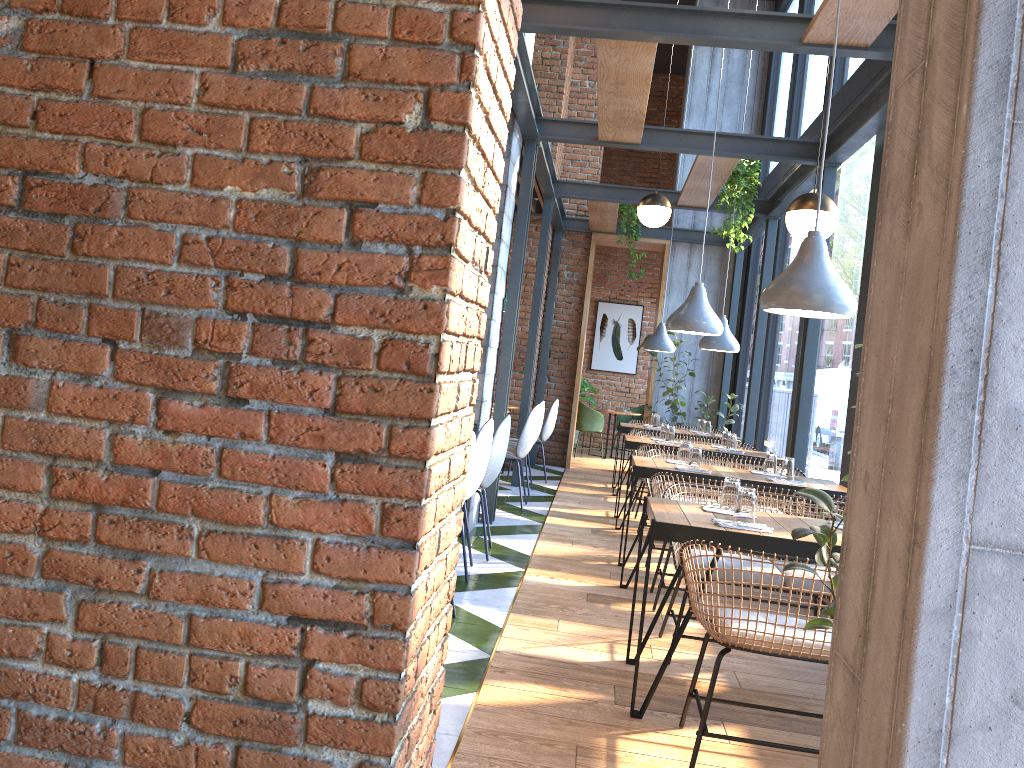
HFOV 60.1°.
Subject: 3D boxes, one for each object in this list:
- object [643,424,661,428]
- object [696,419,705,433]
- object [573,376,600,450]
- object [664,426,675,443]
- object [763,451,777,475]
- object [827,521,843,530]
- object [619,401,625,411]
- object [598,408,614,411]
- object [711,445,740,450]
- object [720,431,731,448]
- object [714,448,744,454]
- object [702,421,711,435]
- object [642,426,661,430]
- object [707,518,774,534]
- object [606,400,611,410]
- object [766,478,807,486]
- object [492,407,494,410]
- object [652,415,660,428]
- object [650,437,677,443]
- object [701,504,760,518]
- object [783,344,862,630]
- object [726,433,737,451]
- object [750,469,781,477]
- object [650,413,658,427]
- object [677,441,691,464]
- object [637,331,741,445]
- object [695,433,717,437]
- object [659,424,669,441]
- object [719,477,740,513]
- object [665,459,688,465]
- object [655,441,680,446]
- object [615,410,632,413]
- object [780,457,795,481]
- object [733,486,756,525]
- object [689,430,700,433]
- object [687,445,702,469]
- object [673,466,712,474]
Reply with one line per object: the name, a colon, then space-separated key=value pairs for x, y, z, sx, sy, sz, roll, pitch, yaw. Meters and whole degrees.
object: x=1.513 y=0.450 z=9.384 sx=0.243 sy=0.019 sz=0.157 roll=7 pitch=1 yaw=9
object: x=1.987 y=0.440 z=9.313 sx=0.080 sy=0.138 sz=0.080 roll=7 pitch=-1 yaw=-21
object: x=0.931 y=0.401 z=13.527 sx=0.632 sy=1.197 sz=0.716 roll=7 pitch=-1 yaw=-34
object: x=1.277 y=0.409 z=7.151 sx=0.080 sy=0.138 sz=0.080 roll=7 pitch=-1 yaw=-19
object: x=1.596 y=0.487 z=5.467 sx=0.080 sy=0.138 sz=0.080 roll=7 pitch=-1 yaw=-19
object: x=1.402 y=0.576 z=3.562 sx=0.243 sy=0.019 sz=0.157 roll=7 pitch=1 yaw=5
object: x=1.622 y=0.328 z=13.006 sx=0.080 sy=0.138 sz=0.080 roll=6 pitch=-1 yaw=27
object: x=1.362 y=0.369 z=12.826 sx=0.157 sy=0.019 sz=0.243 roll=6 pitch=2 yaw=-36
object: x=1.787 y=0.529 z=7.397 sx=0.243 sy=0.019 sz=0.157 roll=7 pitch=1 yaw=9
object: x=1.784 y=0.463 z=7.377 sx=0.080 sy=0.138 sz=0.080 roll=7 pitch=-1 yaw=-29
object: x=1.728 y=0.530 z=7.068 sx=0.243 sy=0.019 sz=0.157 roll=7 pitch=1 yaw=7
object: x=1.986 y=0.447 z=9.024 sx=0.080 sy=0.138 sz=0.080 roll=7 pitch=-1 yaw=-11
object: x=1.447 y=0.450 z=9.041 sx=0.243 sy=0.019 sz=0.157 roll=7 pitch=1 yaw=3
object: x=0.841 y=0.518 z=3.286 sx=0.243 sy=0.019 sz=0.157 roll=7 pitch=1 yaw=6
object: x=1.400 y=0.307 z=12.825 sx=0.080 sy=0.138 sz=0.080 roll=6 pitch=-1 yaw=27
object: x=1.575 y=0.559 z=5.131 sx=0.243 sy=0.019 sz=0.157 roll=7 pitch=1 yaw=5
object: x=-0.237 y=0.227 z=8.484 sx=0.157 sy=0.019 sz=0.242 roll=7 pitch=1 yaw=3
object: x=1.477 y=0.387 z=9.065 sx=0.080 sy=0.138 sz=0.080 roll=7 pitch=-1 yaw=-34
object: x=1.286 y=0.470 z=7.445 sx=0.243 sy=0.019 sz=0.157 roll=7 pitch=1 yaw=5
object: x=0.896 y=0.516 z=3.616 sx=0.243 sy=0.019 sz=0.157 roll=7 pitch=1 yaw=6
object: x=1.234 y=0.547 z=2.440 sx=0.861 sy=1.499 sz=0.895 roll=6 pitch=-1 yaw=25
object: x=1.759 y=0.467 z=7.090 sx=0.080 sy=0.138 sz=0.080 roll=7 pitch=-1 yaw=-20
object: x=1.599 y=0.553 z=5.488 sx=0.243 sy=0.019 sz=0.157 roll=7 pitch=1 yaw=8
object: x=1.505 y=0.383 z=9.365 sx=0.080 sy=0.138 sz=0.080 roll=6 pitch=-1 yaw=22
object: x=1.078 y=0.425 z=5.523 sx=0.080 sy=0.138 sz=0.080 roll=7 pitch=-1 yaw=8
object: x=2.008 y=0.304 z=10.485 sx=1.060 sy=1.775 sz=1.019 roll=7 pitch=-1 yaw=-25
object: x=1.955 y=0.510 z=9.001 sx=0.243 sy=0.019 sz=0.157 roll=7 pitch=1 yaw=6
object: x=1.280 y=0.403 z=7.424 sx=0.080 sy=0.138 sz=0.080 roll=6 pitch=-1 yaw=28
object: x=0.889 y=0.449 z=3.596 sx=0.080 sy=0.138 sz=0.080 roll=7 pitch=-1 yaw=-21
object: x=1.084 y=0.492 z=5.544 sx=0.243 sy=0.019 sz=0.157 roll=7 pitch=1 yaw=5
object: x=1.245 y=0.473 z=7.129 sx=0.243 sy=0.019 sz=0.157 roll=7 pitch=1 yaw=8
object: x=1.641 y=0.397 z=13.008 sx=0.157 sy=0.019 sz=0.243 roll=6 pitch=2 yaw=-36
object: x=1.606 y=0.495 z=5.154 sx=0.080 sy=0.138 sz=0.080 roll=7 pitch=-1 yaw=8
object: x=0.872 y=0.454 z=3.308 sx=0.080 sy=0.138 sz=0.080 roll=7 pitch=-1 yaw=-21
object: x=1.990 y=0.506 z=9.334 sx=0.243 sy=0.019 sz=0.157 roll=7 pitch=1 yaw=6
object: x=1.078 y=0.433 z=5.210 sx=0.080 sy=0.138 sz=0.080 roll=7 pitch=-1 yaw=-19
object: x=1.046 y=0.496 z=5.189 sx=0.243 sy=0.019 sz=0.157 roll=7 pitch=1 yaw=8
